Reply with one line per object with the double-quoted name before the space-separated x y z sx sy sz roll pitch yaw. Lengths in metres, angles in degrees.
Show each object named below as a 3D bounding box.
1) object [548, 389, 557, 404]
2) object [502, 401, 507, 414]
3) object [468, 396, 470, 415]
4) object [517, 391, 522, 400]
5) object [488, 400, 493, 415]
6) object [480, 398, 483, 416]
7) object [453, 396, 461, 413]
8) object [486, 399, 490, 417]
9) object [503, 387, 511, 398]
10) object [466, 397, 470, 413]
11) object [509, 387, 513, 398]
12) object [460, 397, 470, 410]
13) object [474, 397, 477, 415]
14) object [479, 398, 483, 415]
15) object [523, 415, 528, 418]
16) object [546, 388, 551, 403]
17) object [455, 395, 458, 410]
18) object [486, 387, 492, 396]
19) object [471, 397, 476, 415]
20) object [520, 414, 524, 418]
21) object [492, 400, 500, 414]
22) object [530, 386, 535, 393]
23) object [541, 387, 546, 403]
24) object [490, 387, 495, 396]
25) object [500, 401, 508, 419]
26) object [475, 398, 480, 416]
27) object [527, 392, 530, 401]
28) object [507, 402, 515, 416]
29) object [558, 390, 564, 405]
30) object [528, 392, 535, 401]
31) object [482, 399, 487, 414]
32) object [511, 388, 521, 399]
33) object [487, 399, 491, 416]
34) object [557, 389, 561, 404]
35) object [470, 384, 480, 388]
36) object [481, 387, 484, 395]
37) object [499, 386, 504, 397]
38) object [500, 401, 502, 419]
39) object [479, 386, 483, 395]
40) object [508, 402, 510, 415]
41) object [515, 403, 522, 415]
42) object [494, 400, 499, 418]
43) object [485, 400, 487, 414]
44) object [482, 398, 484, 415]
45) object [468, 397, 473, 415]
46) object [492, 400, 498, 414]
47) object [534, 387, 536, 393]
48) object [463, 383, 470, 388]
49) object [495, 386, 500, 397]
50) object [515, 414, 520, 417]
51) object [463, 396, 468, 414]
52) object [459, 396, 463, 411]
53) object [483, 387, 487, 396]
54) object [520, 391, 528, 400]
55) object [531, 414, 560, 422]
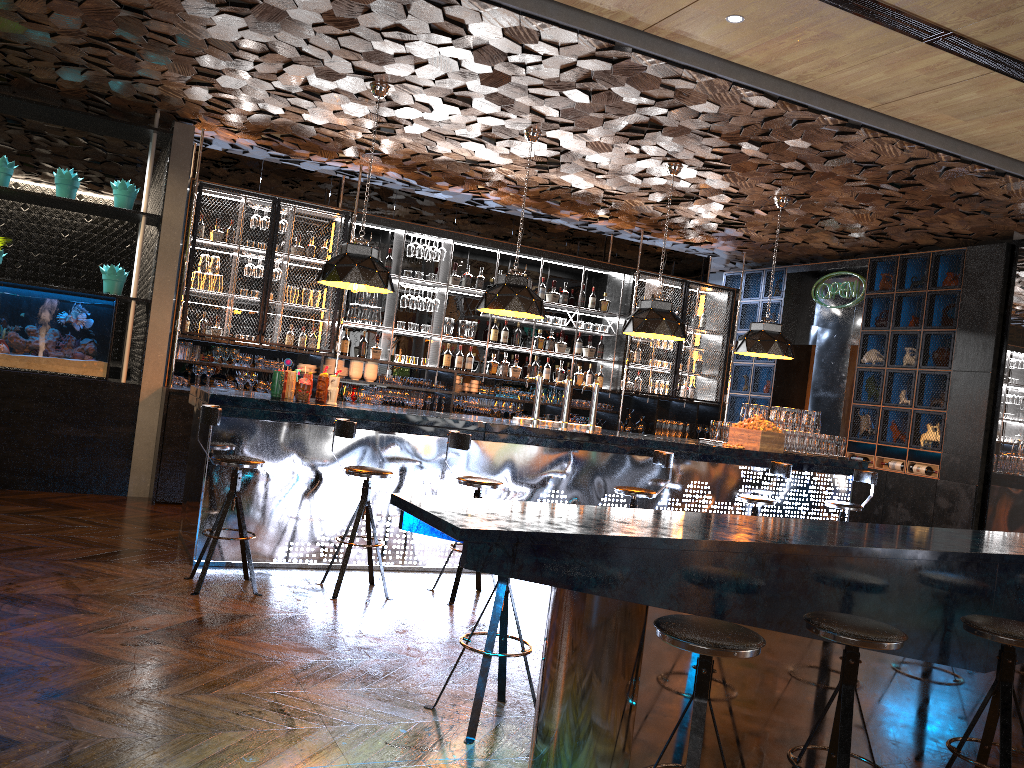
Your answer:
"object" 0.479 0.142 10.354 0.115 0.172 0.101 7 -1 -41
"object" -0.109 0.314 10.411 0.091 0.229 0.091 7 -1 33
"object" -0.496 0.262 10.260 0.058 0.234 0.058 7 0 18
"object" 0.095 0.133 10.326 0.098 0.097 0.098 7 0 12
"object" -0.251 0.292 10.064 0.049 0.231 0.049 7 -1 -30
"object" -0.346 0.281 10.092 0.049 0.231 0.049 7 0 -17
"object" -0.635 0.246 9.906 0.108 0.227 0.108 7 -1 -34
"object" -0.277 0.290 10.124 0.049 0.231 0.049 7 0 -22
"object" -0.057 0.098 10.164 0.100 0.125 0.100 7 0 13
"object" -0.503 0.260 10.128 0.058 0.234 0.058 7 -1 39
"object" -0.007 0.105 10.319 0.108 0.126 0.108 7 -1 -31
"object" -0.532 0.259 9.957 0.108 0.227 0.108 7 -1 35
"object" -0.421 0.270 10.108 0.058 0.234 0.058 7 0 8
"object" -0.366 0.279 10.151 0.049 0.231 0.049 7 0 11
"object" 0.156 0.411 10.267 0.067 0.100 0.067 7 -1 -33
"object" 0.420 0.136 10.468 0.101 0.172 0.115 7 0 4
"object" -0.633 0.248 10.175 0.108 0.227 0.108 7 0 10
"object" -0.263 0.085 10.026 0.058 0.099 0.067 7 0 20
"object" -0.437 0.267 9.985 0.058 0.234 0.058 7 0 17
"object" 0.120 0.407 10.374 0.067 0.100 0.067 7 -1 -33
"object" -0.186 0.302 10.118 0.091 0.229 0.091 7 -1 -39
"object" 0.245 0.115 10.521 0.115 0.172 0.101 7 -1 -41
"object" 0.347 0.126 10.301 0.115 0.172 0.101 7 0 4
"object" -0.225 0.090 10.088 0.067 0.099 0.058 7 0 10
"object" -0.096 0.314 10.167 0.091 0.229 0.091 7 0 22
"object" -0.389 0.274 10.018 0.058 0.234 0.058 7 0 -22
"object" 0.183 0.144 10.369 0.098 0.097 0.098 7 0 -1
"object" -0.013 0.324 10.205 0.091 0.229 0.091 7 0 2
"object" 0.595 0.157 10.419 0.101 0.172 0.115 7 0 4
"object" 0.232 0.149 10.273 0.098 0.097 0.098 7 0 8
"object" -0.319 0.284 10.032 0.049 0.231 0.049 7 0 -14
"object" 0.041 0.110 10.214 0.108 0.126 0.108 7 0 9
"object" -0.279 0.292 10.330 0.091 0.229 0.091 7 0 10
"object" 0.550 0.153 10.528 0.115 0.172 0.101 7 -1 -41
"object" -0.428 0.035 10.036 0.094 0.069 0.106 7 0 16
"object" -0.316 0.080 10.183 0.058 0.099 0.067 7 0 -23
"object" -0.109 0.093 10.275 0.100 0.125 0.100 7 0 22
"object" -0.112 0.312 10.284 0.091 0.229 0.091 7 0 6
"object" -0.347 0.077 10.244 0.058 0.099 0.067 7 0 25
"object" -0.027 0.323 10.324 0.091 0.229 0.091 7 -1 -32
"object" 0.073 0.335 10.246 0.091 0.229 0.091 7 -1 37
"object" -0.196 0.303 10.370 0.091 0.229 0.091 7 0 27
"object" -0.301 0.287 10.185 0.049 0.231 0.049 7 0 -18
"object" -0.336 0.283 10.234 0.049 0.231 0.049 7 0 -23
"object" -0.471 0.264 10.063 0.058 0.234 0.058 7 0 -3
"object" -0.198 0.302 10.243 0.091 0.229 0.091 7 0 -5
"object" 0.291 0.120 10.408 0.115 0.172 0.101 7 0 -16
"object" -0.507 0.026 10.094 0.105 0.069 0.094 7 -1 42
"object" -0.162 0.087 10.380 0.100 0.125 0.100 7 0 -12
"object" 0.064 0.401 10.470 0.067 0.100 0.067 7 -1 -33
"object" -0.539 0.257 10.204 0.058 0.234 0.058 7 0 -23
"object" -0.581 0.253 10.065 0.108 0.227 0.108 7 0 29
"object" -0.294 0.082 10.087 0.058 0.099 0.067 7 -1 34
"object" 0.137 0.137 10.233 0.098 0.097 0.098 7 -1 44
"object" 0.389 0.423 10.501 0.356 0.134 0.206 7 0 -18
